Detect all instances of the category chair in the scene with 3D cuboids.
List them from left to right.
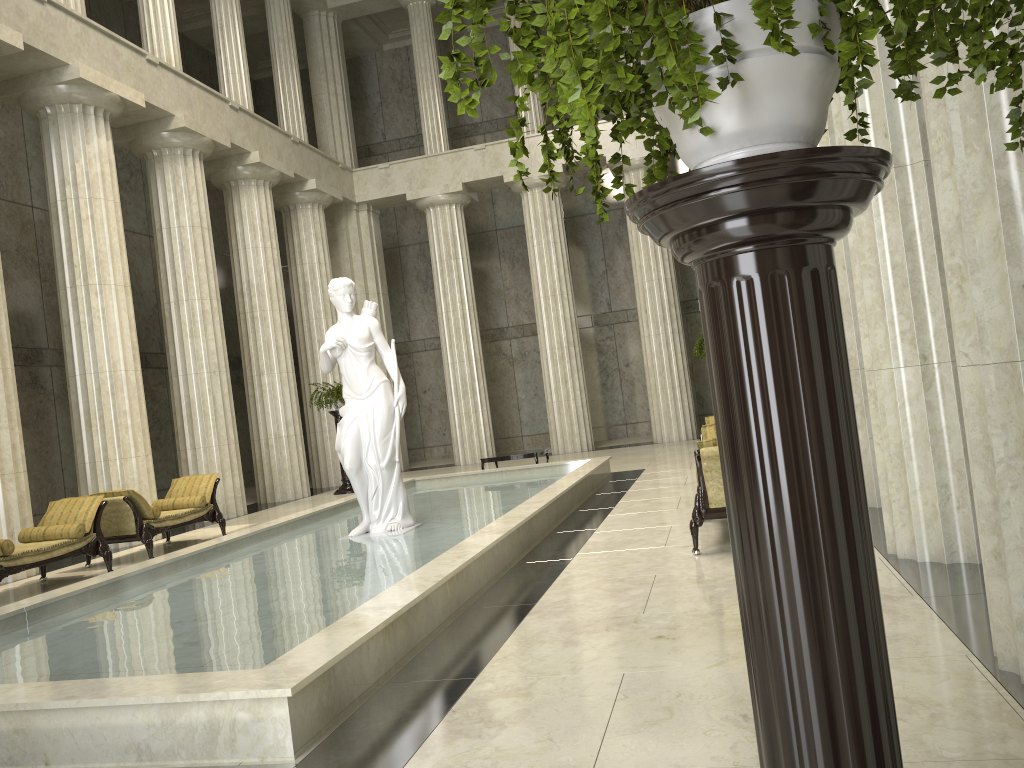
[{"bbox_3d":[-5.411,1.833,9.704,0.993,0.950,2.172,-7,-1,13],"label":"chair"},{"bbox_3d":[-4.849,1.818,12.107,0.993,0.950,2.172,-7,-1,13],"label":"chair"},{"bbox_3d":[2.643,0.836,10.350,0.993,0.950,2.172,-7,-1,13],"label":"chair"},{"bbox_3d":[2.081,0.852,7.947,0.993,0.950,2.172,-7,-1,13],"label":"chair"}]

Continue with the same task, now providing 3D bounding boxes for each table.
[{"bbox_3d":[0.084,1.525,16.375,1.134,0.494,1.123,-7,-1,12],"label":"table"}]

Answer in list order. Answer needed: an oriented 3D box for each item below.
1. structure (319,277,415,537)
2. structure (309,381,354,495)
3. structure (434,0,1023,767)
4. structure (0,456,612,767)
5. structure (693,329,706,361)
[{"bbox_3d":[-1.613,0.303,9.822,0.940,3.044,0.729,-7,-1,8],"label":"structure"},{"bbox_3d":[-3.536,1.074,18.494,1.159,2.386,1.053,-7,-1,8],"label":"structure"},{"bbox_3d":[0.493,0.180,1.486,1.159,2.386,1.053,-8,-2,43],"label":"structure"},{"bbox_3d":[-1.401,1.742,9.809,3.754,0.508,11.573,-7,-1,13],"label":"structure"},{"bbox_3d":[4.029,0.083,16.713,1.053,2.386,1.159,-8,-1,18],"label":"structure"}]
